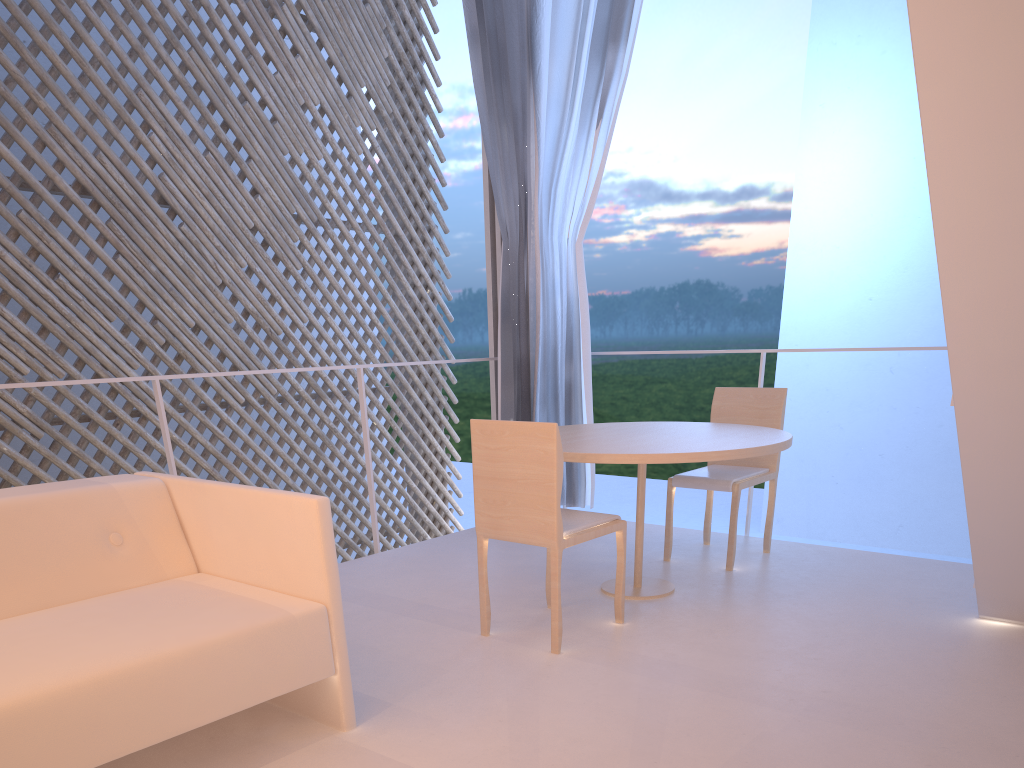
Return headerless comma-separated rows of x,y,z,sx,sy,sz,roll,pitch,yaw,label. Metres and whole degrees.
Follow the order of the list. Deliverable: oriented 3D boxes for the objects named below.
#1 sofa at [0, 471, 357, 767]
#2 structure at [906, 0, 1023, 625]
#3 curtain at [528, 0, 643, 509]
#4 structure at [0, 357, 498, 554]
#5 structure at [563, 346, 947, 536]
-0.745,0.369,1.000,0.481,0.407,0.931,8,11,41,sofa
0.818,0.218,2.161,1.649,3.656,3.441,14,20,40,structure
0.247,-0.854,2.031,0.495,2.660,0.089,11,25,31,curtain
-0.562,0.259,2.041,0.026,0.615,1.608,18,17,40,structure
1.163,0.790,3.022,1.310,1.970,1.351,11,20,38,structure
